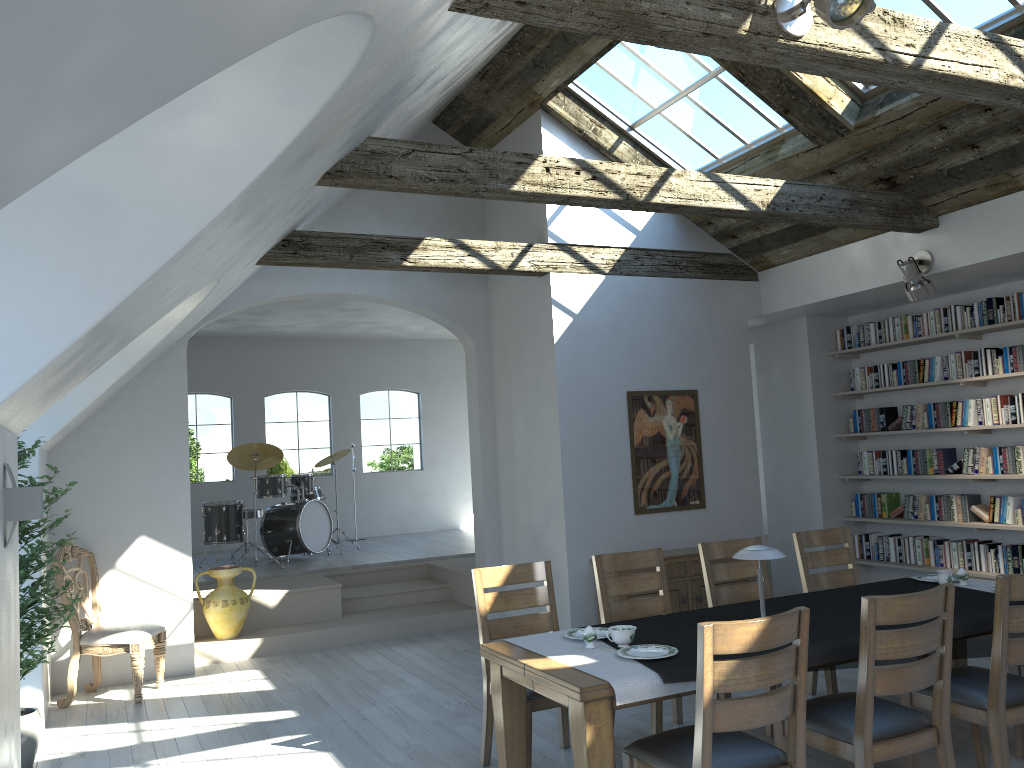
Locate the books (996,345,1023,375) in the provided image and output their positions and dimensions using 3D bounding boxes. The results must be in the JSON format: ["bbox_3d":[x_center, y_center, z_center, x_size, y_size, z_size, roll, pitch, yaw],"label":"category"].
[{"bbox_3d":[4.022,-0.189,7.037,0.209,0.220,0.278,-1,-5,-27],"label":"books"}]

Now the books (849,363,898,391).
[{"bbox_3d":[3.421,-0.057,8.316,0.214,0.220,0.490,-1,-5,-25],"label":"books"}]

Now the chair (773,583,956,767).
[{"bbox_3d":[1.432,1.309,3.566,0.514,1.006,0.605,-1,-5,-25],"label":"chair"}]

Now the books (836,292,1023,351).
[{"bbox_3d":[3.876,-0.563,7.343,0.242,0.237,2.981,-1,-5,-25],"label":"books"}]

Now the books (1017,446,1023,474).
[{"bbox_3d":[4.082,0.591,6.935,0.189,0.220,0.156,-1,-5,-25],"label":"books"}]

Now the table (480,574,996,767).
[{"bbox_3d":[1.461,1.501,4.305,3.078,0.737,0.939,-1,-5,-25],"label":"table"}]

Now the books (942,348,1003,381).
[{"bbox_3d":[3.859,-0.162,7.385,0.214,0.237,0.490,-1,-5,-25],"label":"books"}]

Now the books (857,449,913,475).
[{"bbox_3d":[3.467,0.730,8.247,0.214,0.220,0.490,-1,-5,-25],"label":"books"}]

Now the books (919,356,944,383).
[{"bbox_3d":[3.697,-0.122,7.723,0.189,0.228,0.249,-1,-5,-25],"label":"books"}]

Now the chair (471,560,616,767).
[{"bbox_3d":[0.134,1.461,4.574,0.514,1.006,0.605,-1,-5,-25],"label":"chair"}]

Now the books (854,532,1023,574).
[{"bbox_3d":[3.988,1.401,7.179,0.242,0.237,2.981,-1,-5,-25],"label":"books"}]

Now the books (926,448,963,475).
[{"bbox_3d":[3.767,0.664,7.605,0.189,0.224,0.345,-1,-5,-25],"label":"books"}]

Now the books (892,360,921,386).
[{"bbox_3d":[3.584,-0.095,7.967,0.209,0.220,0.278,-1,-5,-27],"label":"books"}]

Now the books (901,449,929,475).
[{"bbox_3d":[3.636,0.692,7.886,0.209,0.220,0.278,-1,-5,-27],"label":"books"}]

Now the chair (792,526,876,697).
[{"bbox_3d":[2.155,1.425,5.530,0.514,1.006,0.605,-1,-5,-25],"label":"chair"}]

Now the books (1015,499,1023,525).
[{"bbox_3d":[4.104,1.004,6.909,0.209,0.220,0.278,-1,-5,-27],"label":"books"}]

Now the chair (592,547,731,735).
[{"bbox_3d":[0.808,1.449,4.893,0.514,1.006,0.605,-1,-5,-25],"label":"chair"}]

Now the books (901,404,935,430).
[{"bbox_3d":[3.620,0.293,7.901,0.189,0.228,0.249,-1,-5,-25],"label":"books"}]

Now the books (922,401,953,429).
[{"bbox_3d":[3.726,0.271,7.682,0.209,0.220,0.278,-1,-5,-27],"label":"books"}]

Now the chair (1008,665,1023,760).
[{"bbox_3d":[2.779,1.286,4.203,0.514,1.006,0.605,-1,-5,-25],"label":"chair"}]

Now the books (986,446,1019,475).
[{"bbox_3d":[3.992,0.613,7.131,0.209,0.220,0.278,-1,-5,-27],"label":"books"}]

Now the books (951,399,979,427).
[{"bbox_3d":[3.838,0.244,7.437,0.189,0.228,0.249,-1,-5,-25],"label":"books"}]

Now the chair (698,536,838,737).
[{"bbox_3d":[1.481,1.437,5.211,0.514,1.006,0.605,-1,-5,-25],"label":"chair"}]

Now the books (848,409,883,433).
[{"bbox_3d":[3.370,0.351,8.437,0.209,0.220,0.278,-1,-5,-27],"label":"books"}]

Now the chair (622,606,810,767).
[{"bbox_3d":[0.758,1.321,3.248,0.514,1.006,0.605,-1,-5,-25],"label":"chair"}]

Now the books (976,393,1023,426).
[{"bbox_3d":[4.000,0.204,7.100,0.214,0.237,0.490,-1,-5,-25],"label":"books"}]

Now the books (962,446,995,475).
[{"bbox_3d":[3.886,0.634,7.351,0.189,0.228,0.249,-1,-5,-25],"label":"books"}]

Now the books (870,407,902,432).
[{"bbox_3d":[3.500,0.322,8.156,0.189,0.224,0.345,-1,-5,-25],"label":"books"}]

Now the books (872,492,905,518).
[{"bbox_3d":[3.515,1.117,8.154,0.189,0.224,0.345,-1,-5,-25],"label":"books"}]

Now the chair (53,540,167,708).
[{"bbox_3d":[-2.951,1.714,6.512,0.655,1.159,0.552,-3,-5,0],"label":"chair"}]

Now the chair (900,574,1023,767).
[{"bbox_3d":[2.106,1.297,3.885,0.514,1.006,0.605,-1,-5,-25],"label":"chair"}]
